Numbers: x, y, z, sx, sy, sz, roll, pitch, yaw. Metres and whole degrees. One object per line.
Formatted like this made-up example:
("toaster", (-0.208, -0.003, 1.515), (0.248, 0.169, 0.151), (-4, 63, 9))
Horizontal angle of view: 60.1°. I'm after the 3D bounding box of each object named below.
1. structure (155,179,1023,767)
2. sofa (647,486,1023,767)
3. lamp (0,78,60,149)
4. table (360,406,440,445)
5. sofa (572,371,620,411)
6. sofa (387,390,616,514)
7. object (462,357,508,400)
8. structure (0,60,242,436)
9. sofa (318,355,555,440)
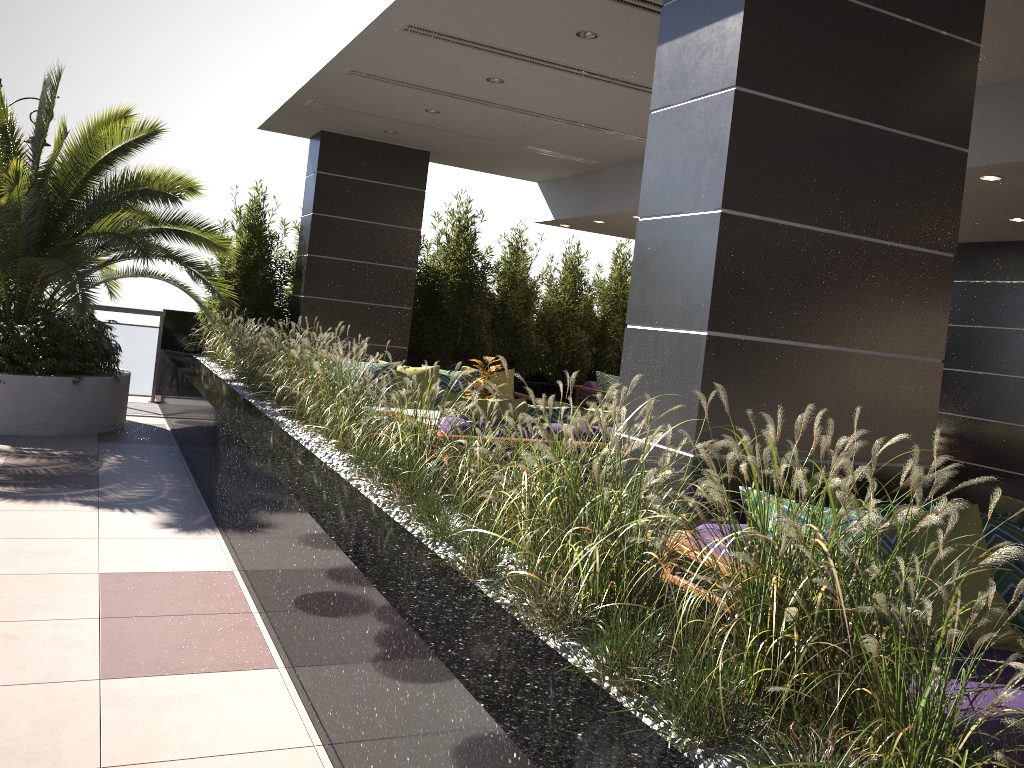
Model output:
("structure", (4.500, 0.214, 1.428), (7.798, 3.119, 24.823), (5, 4, -26))
("sofa", (1.666, 0.887, 3.193), (2.121, 0.919, 1.123), (5, 3, -25))
("lamp", (-5.546, -1.554, 9.285), (1.119, 3.326, 0.265), (6, 0, -25))
("table", (-0.287, 0.572, 7.298), (2.032, 0.553, 0.945), (5, 3, -25))
("sofa", (1.950, 0.360, 11.500), (2.121, 0.919, 1.123), (5, 3, -25))
("sofa", (0.294, 0.534, 6.117), (2.121, 0.919, 1.123), (5, 3, -25))
("object", (-0.229, 0.036, 7.296), (0.429, 0.526, 0.426), (6, 2, -8))
("structure", (-4.426, -1.325, 8.032), (3.759, 3.301, 3.799), (7, 2, 17))
("sofa", (-0.795, 0.255, 8.438), (2.121, 0.919, 1.123), (5, 3, -25))
